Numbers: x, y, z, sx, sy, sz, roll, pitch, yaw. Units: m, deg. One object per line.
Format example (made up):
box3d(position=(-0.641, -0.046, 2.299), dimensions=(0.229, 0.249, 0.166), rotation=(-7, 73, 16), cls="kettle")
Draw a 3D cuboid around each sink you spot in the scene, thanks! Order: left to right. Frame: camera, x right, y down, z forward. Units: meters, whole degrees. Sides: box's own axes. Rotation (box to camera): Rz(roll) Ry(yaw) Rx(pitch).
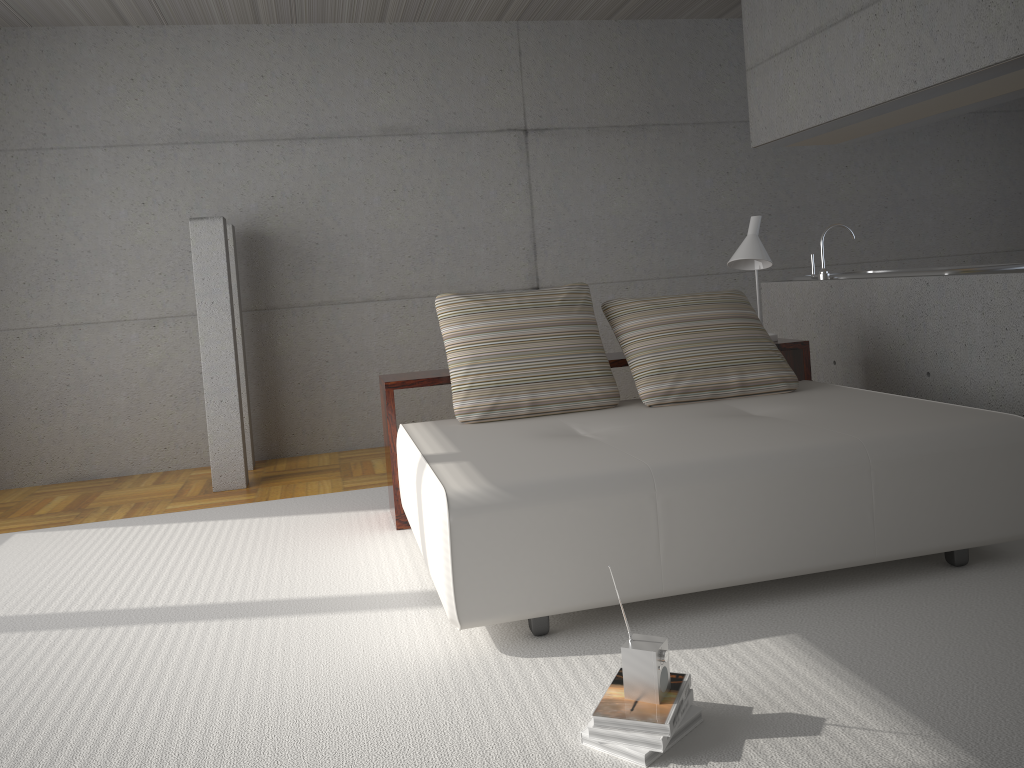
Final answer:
box3d(position=(2.370, -0.752, 5.434), dimensions=(0.767, 0.537, 1.709), rotation=(-5, 6, -12), cls="sink")

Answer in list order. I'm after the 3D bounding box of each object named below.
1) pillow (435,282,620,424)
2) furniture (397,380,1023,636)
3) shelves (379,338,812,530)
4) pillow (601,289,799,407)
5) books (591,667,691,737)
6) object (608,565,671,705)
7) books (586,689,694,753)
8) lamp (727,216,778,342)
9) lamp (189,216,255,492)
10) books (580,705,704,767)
box3d(position=(0.074, -0.163, 4.264), dimensions=(0.802, 0.608, 0.491), rotation=(-5, 4, -13), cls="pillow")
box3d(position=(0.677, 0.409, 3.697), dimensions=(2.171, 0.520, 1.618), rotation=(-6, 6, -12), cls="furniture")
box3d(position=(0.470, 0.217, 4.668), dimensions=(2.253, 0.714, 0.401), rotation=(-6, 3, -12), cls="shelves")
box3d(position=(0.922, -0.193, 4.398), dimensions=(0.808, 0.515, 0.580), rotation=(-5, 5, -11), cls="pillow")
box3d(position=(0.328, 0.786, 2.201), dimensions=(0.189, 0.032, 0.266), rotation=(-2, 7, 22), cls="books")
box3d(position=(0.302, 0.595, 2.150), dimensions=(0.090, 0.365, 0.186), rotation=(-3, 3, 29), cls="object")
box3d(position=(0.323, 0.819, 2.199), dimensions=(0.189, 0.032, 0.266), rotation=(-1, 7, 27), cls="books")
box3d(position=(1.348, -0.583, 4.879), dimensions=(0.324, 0.698, 0.244), rotation=(-6, 3, -31), cls="lamp")
box3d(position=(-1.894, -0.220, 5.824), dimensions=(0.200, 1.686, 0.799), rotation=(-5, 3, -12), cls="lamp")
box3d(position=(0.326, 0.851, 2.200), dimensions=(0.189, 0.032, 0.266), rotation=(1, 9, 42), cls="books")
